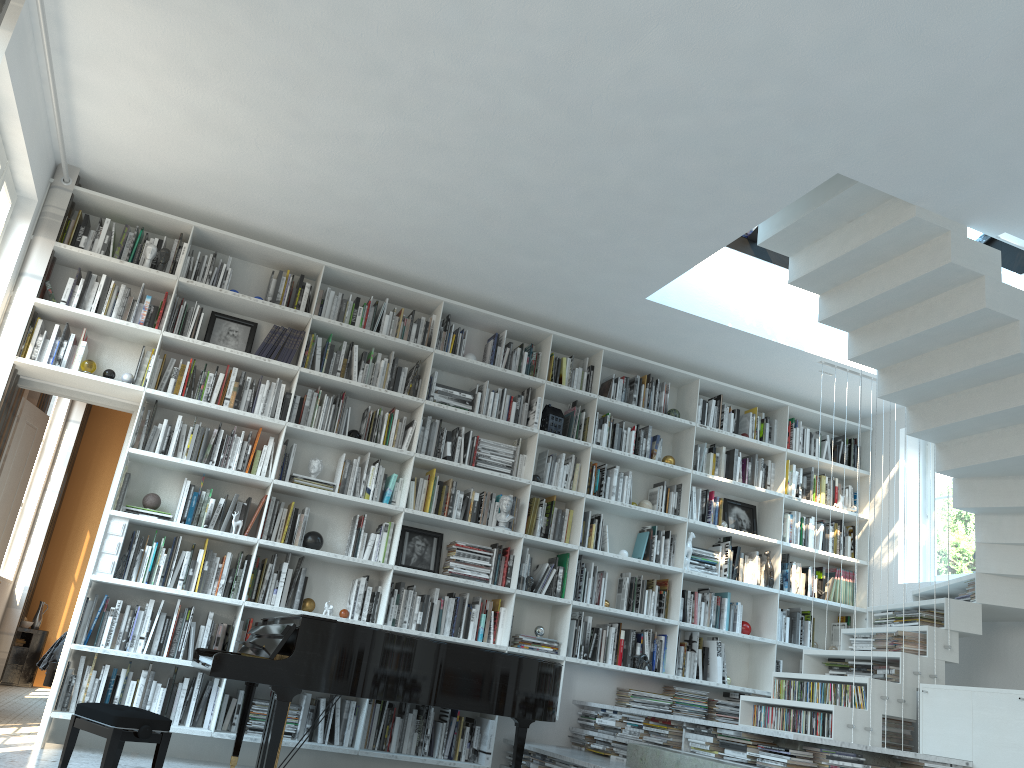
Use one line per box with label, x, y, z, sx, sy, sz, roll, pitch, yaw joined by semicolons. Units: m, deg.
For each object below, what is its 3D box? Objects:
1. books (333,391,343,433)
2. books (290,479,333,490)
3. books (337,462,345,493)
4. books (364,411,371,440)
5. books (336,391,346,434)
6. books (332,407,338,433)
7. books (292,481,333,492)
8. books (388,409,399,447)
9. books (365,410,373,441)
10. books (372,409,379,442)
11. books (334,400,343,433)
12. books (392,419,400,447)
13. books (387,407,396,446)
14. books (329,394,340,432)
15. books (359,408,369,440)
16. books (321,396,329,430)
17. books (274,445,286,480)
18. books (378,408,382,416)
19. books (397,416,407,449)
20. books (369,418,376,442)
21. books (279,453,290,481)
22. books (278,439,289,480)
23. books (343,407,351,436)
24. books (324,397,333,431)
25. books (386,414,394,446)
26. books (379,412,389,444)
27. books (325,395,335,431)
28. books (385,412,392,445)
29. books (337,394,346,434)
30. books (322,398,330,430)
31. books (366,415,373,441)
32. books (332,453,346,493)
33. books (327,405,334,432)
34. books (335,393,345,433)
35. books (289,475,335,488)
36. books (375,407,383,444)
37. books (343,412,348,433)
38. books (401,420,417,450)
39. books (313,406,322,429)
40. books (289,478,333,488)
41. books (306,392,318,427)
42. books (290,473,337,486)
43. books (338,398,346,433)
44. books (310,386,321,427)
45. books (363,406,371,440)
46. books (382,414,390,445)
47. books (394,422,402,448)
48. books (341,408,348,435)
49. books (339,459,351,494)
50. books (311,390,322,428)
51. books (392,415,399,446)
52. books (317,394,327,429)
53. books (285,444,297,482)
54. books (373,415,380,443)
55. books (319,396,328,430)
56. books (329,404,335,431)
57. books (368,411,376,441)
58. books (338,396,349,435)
books;-1.168;0.218;5.856;0.004;0.319;0.153;15;-19;-19
books;-1.290;0.656;5.681;0.254;0.012;0.161;17;-21;-23
books;-1.130;0.632;5.765;0.010;0.231;0.155;15;-19;-19
books;-0.986;0.311;5.920;0.005;0.238;0.146;15;-19;-19
books;-1.151;0.219;5.867;0.005;0.330;0.162;15;-19;-19
books;-1.188;0.267;5.849;0.012;0.216;0.133;15;-19;-19
books;-1.293;0.668;5.679;0.254;0.012;0.161;17;-20;-22
books;-0.821;0.328;5.963;0.022;0.283;0.190;15;-19;-19
books;-0.972;0.305;5.900;0.005;0.239;0.174;15;-20;-19
books;-0.937;0.310;5.938;0.009;0.266;0.150;15;-19;-19
books;-1.164;0.245;5.843;0.010;0.261;0.158;15;-19;-19
books;-0.805;0.364;5.973;0.011;0.229;0.166;15;-20;-19
books;-0.835;0.315;5.964;0.006;0.302;0.166;15;-19;-19
books;-1.183;0.223;5.834;0.011;0.290;0.177;15;-19;-19
books;-0.998;0.298;5.913;0.005;0.253;0.161;15;-19;-19
books;-1.248;0.224;5.820;0.010;0.260;0.170;15;-19;-19
books;-1.487;0.519;5.639;0.024;0.256;0.134;15;-19;-19
books;-0.920;0.307;5.935;0.005;0.274;0.157;15;-19;-19
books;-0.762;0.359;5.982;0.022;0.256;0.155;15;-19;-19
books;-0.948;0.337;5.917;0.011;0.199;0.163;15;-20;-19
books;-1.457;0.553;5.651;0.034;0.209;0.136;15;-19;-19
books;-1.475;0.509;5.667;0.011;0.297;0.136;15;-19;-19
books;-1.100;0.280;5.867;0.031;0.231;0.148;15;-19;-19
books;-1.223;0.226;5.812;0.009;0.260;0.180;15;-20;-19
books;-0.844;0.337;5.952;0.006;0.252;0.180;15;-20;-19
books;-0.875;0.326;5.922;0.013;0.243;0.189;15;-20;-19
books;-1.215;0.221;5.823;0.011;0.278;0.169;15;-19;-19
books;-0.850;0.331;5.958;0.004;0.264;0.142;15;-19;-19
books;-1.148;0.232;5.863;0.005;0.304;0.163;15;-19;-19
books;-1.238;0.230;5.822;0.011;0.255;0.152;15;-19;-19
books;-0.972;0.323;5.914;0.013;0.215;0.150;15;-20;-19
books;-1.131;0.601;5.758;0.012;0.284;0.160;15;-19;-19
books;-1.207;0.255;5.809;0.011;0.208;0.181;15;-20;-19
books;-1.158;0.225;5.865;0.005;0.315;0.157;15;-19;-19
books;-1.289;0.635;5.694;0.285;0.012;0.160;15;-20;-17
books;-0.906;0.309;5.952;0.033;0.286;0.155;15;-19;-19
books;-1.120;0.288;5.865;0.004;0.209;0.132;15;-19;-19
books;-0.716;0.374;5.973;0.064;0.236;0.209;15;-20;-19
books;-1.289;0.249;5.795;0.029;0.186;0.149;15;-20;-19
books;-1.290;0.646;5.688;0.254;0.012;0.161;17;-20;-21
books;-1.322;0.200;5.784;0.024;0.261;0.178;15;-20;-19
books;-1.285;0.622;5.694;0.285;0.012;0.160;17;-20;-22
books;-1.144;0.242;5.859;0.004;0.283;0.167;15;-19;-19
books;-1.308;0.182;5.809;0.011;0.316;0.155;15;-19;-19
books;-0.992;0.292;5.926;0.012;0.275;0.129;15;-19;-19
books;-0.861;0.334;5.953;0.017;0.252;0.140;15;-19;-19
books;-0.790;0.374;5.976;0.024;0.215;0.142;15;-19;-19
books;-1.127;0.282;5.866;0.012;0.217;0.151;15;-20;-19
books;-1.104;0.625;5.757;0.030;0.246;0.174;15;-20;-19
books;-1.293;0.195;5.788;0.010;0.282;0.184;15;-19;-19
books;-0.811;0.347;5.970;0.010;0.256;0.140;15;-19;-19
books;-1.257;0.212;5.791;0.009;0.262;0.190;15;-20;-19
books;-1.425;0.527;5.665;0.021;0.277;0.137;15;-19;-19
books;-0.921;0.328;5.904;0.006;0.215;0.181;15;-20;-19
books;-1.249;0.220;5.794;0.012;0.250;0.184;15;-20;-19
books;-1.205;0.256;5.838;0.011;0.225;0.130;15;-19;-19
books;-0.952;0.310;5.897;0.005;0.235;0.179;15;-20;-19
books;-1.130;0.238;5.846;0.011;0.286;0.189;15;-19;-19
